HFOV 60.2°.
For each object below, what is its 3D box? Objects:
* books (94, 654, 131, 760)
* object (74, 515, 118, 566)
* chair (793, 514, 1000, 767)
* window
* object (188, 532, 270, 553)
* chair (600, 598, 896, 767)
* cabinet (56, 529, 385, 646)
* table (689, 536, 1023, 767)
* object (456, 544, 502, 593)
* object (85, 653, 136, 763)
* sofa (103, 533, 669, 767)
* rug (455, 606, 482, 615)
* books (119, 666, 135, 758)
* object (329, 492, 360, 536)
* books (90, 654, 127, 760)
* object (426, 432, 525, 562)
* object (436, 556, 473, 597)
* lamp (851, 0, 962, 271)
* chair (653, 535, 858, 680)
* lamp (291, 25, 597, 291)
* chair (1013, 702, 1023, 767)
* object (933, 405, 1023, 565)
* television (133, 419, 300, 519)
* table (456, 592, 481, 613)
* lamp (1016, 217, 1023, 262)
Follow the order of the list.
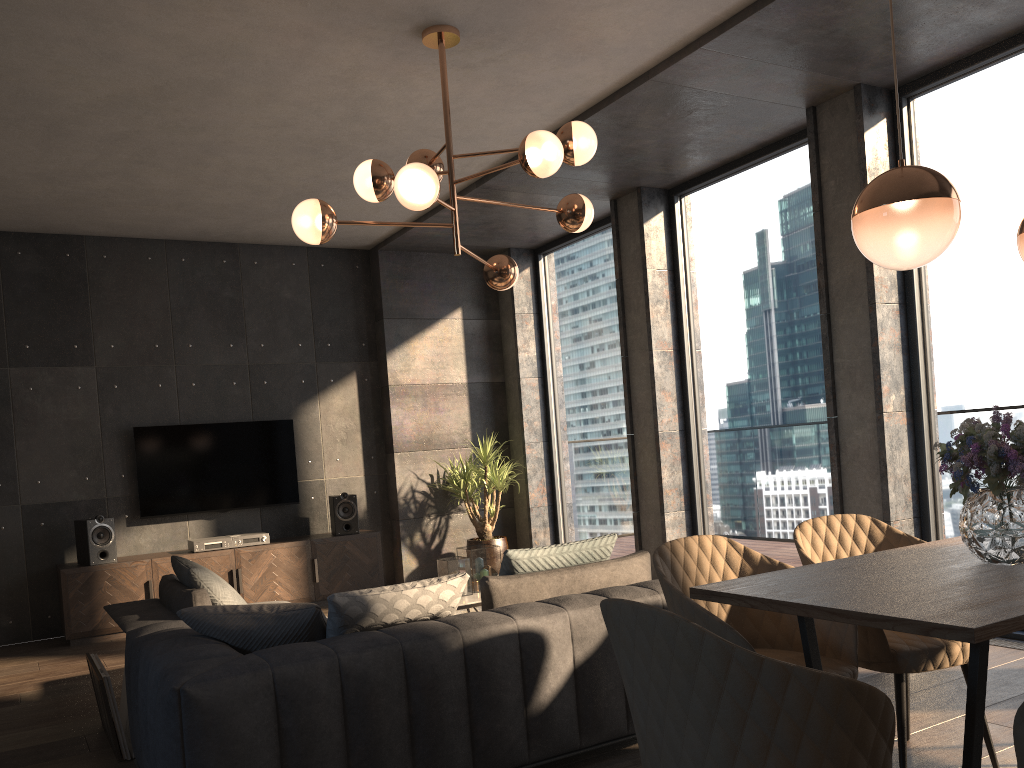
[{"bbox_3d":[-1.745,1.391,3.844,0.064,0.355,0.570,-5,-2,-30],"label":"books"},{"bbox_3d":[-3.054,1.140,6.480,0.250,0.354,0.197,-5,-1,45],"label":"object"},{"bbox_3d":[1.263,0.864,2.950,0.554,0.837,0.511,-4,0,-21],"label":"chair"},{"bbox_3d":[2.161,-0.127,5.148,0.198,2.998,7.298,-5,-3,-30],"label":"window"},{"bbox_3d":[-2.234,1.248,6.968,0.571,0.087,0.271,-2,-4,-30],"label":"object"},{"bbox_3d":[0.502,0.843,1.878,0.509,0.837,0.557,-4,-1,-26],"label":"chair"},{"bbox_3d":[-2.244,1.574,7.034,2.402,0.551,0.543,-2,-2,-30],"label":"cabinet"},{"bbox_3d":[1.310,0.848,2.317,1.462,0.769,0.772,-3,-2,-30],"label":"table"},{"bbox_3d":[-0.196,1.123,5.389,0.199,0.261,0.197,-4,-1,-30],"label":"object"},{"bbox_3d":[-1.738,1.407,3.933,0.215,0.351,0.670,-4,-3,-30],"label":"object"},{"bbox_3d":[-0.808,1.136,4.163,2.018,0.784,2.924,-2,-4,-31],"label":"sofa"},{"bbox_3d":[-0.279,1.542,4.947,1.725,0.020,3.158,-2,-5,-30],"label":"rug"},{"bbox_3d":[-1.675,1.390,3.884,0.079,0.353,0.570,-5,-2,-30],"label":"books"},{"bbox_3d":[-1.415,1.086,7.435,0.198,0.354,0.250,-4,-1,-20],"label":"object"},{"bbox_3d":[-1.760,1.392,3.844,0.064,0.355,0.570,-5,-2,-30],"label":"books"},{"bbox_3d":[-0.329,1.088,7.924,0.951,1.361,1.024,-4,-1,1],"label":"object"},{"bbox_3d":[-0.340,1.142,5.227,0.148,0.221,0.150,-4,-1,-30],"label":"object"},{"bbox_3d":[0.884,-1.042,2.084,0.240,1.546,0.238,-4,1,35],"label":"lamp"},{"bbox_3d":[0.738,0.881,2.639,0.553,0.837,0.512,-4,-1,-36],"label":"chair"},{"bbox_3d":[-0.162,-1.073,4.023,1.018,1.038,1.460,-5,-3,36],"label":"lamp"},{"bbox_3d":[1.257,0.768,1.635,0.553,0.837,0.512,-4,-1,-31],"label":"chair"},{"bbox_3d":[1.270,0.257,2.275,0.329,0.409,0.297,-5,-1,30],"label":"object"},{"bbox_3d":[-2.396,0.688,7.230,1.262,0.736,0.057,-3,0,-30],"label":"television"},{"bbox_3d":[-0.298,1.420,5.434,0.928,0.309,0.935,-2,-4,-30],"label":"table"},{"bbox_3d":[1.487,-1.062,2.435,0.238,1.546,0.239,-5,1,-25],"label":"lamp"}]
